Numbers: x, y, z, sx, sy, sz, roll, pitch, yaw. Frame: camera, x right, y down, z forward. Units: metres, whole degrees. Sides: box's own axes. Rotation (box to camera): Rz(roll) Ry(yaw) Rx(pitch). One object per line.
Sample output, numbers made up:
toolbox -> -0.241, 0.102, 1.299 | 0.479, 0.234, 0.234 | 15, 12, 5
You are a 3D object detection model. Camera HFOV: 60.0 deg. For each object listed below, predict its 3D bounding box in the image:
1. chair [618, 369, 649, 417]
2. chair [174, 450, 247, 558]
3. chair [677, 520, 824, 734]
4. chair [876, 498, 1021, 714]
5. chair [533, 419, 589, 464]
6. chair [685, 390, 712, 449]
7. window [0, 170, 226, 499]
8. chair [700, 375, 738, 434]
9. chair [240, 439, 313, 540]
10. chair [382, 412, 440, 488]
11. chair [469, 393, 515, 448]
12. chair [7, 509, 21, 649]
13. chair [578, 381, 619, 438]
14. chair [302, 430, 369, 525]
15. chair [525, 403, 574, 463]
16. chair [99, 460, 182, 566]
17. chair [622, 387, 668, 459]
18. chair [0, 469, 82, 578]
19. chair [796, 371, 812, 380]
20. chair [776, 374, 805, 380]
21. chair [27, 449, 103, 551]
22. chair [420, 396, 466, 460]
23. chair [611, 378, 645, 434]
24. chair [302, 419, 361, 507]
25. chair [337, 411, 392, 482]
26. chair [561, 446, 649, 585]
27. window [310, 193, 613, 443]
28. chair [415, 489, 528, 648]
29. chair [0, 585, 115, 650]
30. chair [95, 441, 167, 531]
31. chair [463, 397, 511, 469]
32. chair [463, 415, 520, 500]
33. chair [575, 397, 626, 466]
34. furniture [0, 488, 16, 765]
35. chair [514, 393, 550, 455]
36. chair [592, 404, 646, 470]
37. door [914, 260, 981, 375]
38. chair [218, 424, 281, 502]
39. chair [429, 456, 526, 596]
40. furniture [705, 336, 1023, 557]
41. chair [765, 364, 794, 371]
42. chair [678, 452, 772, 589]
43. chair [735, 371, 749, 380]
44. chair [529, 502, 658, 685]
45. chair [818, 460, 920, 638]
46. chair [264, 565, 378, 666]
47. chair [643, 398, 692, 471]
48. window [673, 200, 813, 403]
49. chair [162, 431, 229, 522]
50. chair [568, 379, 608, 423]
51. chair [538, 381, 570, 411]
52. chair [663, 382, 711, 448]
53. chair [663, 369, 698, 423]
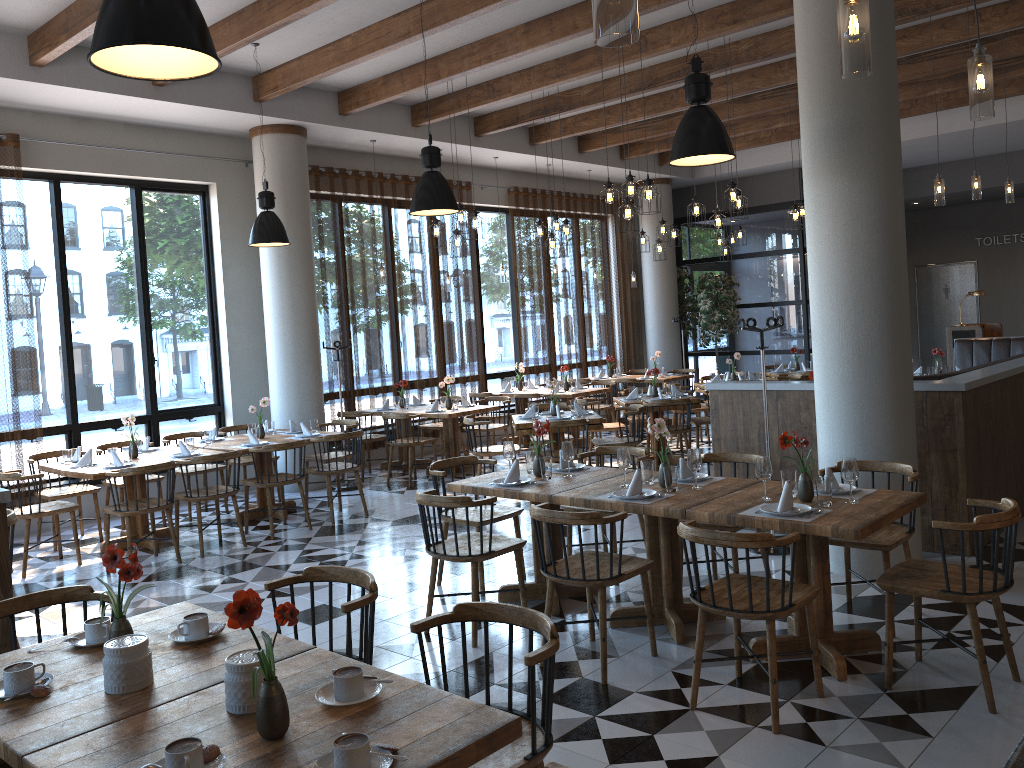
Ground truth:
chair -> 2.057, 0.186, 14.725 | 0.519, 0.816, 0.551 | -2, 3, 43
chair -> -2.532, 0.974, 7.409 | 0.549, 0.816, 0.520 | -2, 3, 43
chair -> 1.033, 0.991, 3.857 | 0.519, 0.816, 0.551 | -2, 3, 43
chair -> 1.947, 0.929, 3.915 | 0.549, 0.816, 0.520 | -2, 3, 43
chair -> 0.477, 0.724, 8.291 | 0.519, 0.816, 0.550 | -4, 2, -2
chair -> 2.312, 0.472, 10.280 | 0.550, 0.816, 0.520 | -4, 2, -2
window -> -5.023, -0.479, 8.345 | 0.364, 3.162, 4.977 | -2, 3, 43
chair -> 2.902, 0.300, 12.264 | 0.519, 0.816, 0.550 | -4, 2, -2
chair -> -2.092, 0.914, 7.886 | 0.549, 0.816, 0.520 | -2, 3, 43
chair -> -1.157, 0.711, 9.997 | 0.519, 0.816, 0.551 | -2, 3, 43
chair -> -0.286, 0.507, 12.186 | 0.519, 0.816, 0.551 | -2, 3, 43
chair -> -3.106, 1.172, 5.038 | 0.519, 0.816, 0.551 | -2, 3, 43
chair -> 1.217, 0.386, 12.570 | 0.519, 0.816, 0.551 | -2, 3, 43
chair -> -1.666, 0.855, 8.349 | 0.549, 0.816, 0.520 | -2, 3, 43
chair -> 0.426, 0.639, 9.579 | 0.519, 0.816, 0.550 | -4, 2, -2
chair -> -2.922, 1.027, 6.986 | 0.549, 0.816, 0.520 | -2, 3, 43
chair -> 1.644, 0.472, 10.899 | 0.519, 0.816, 0.550 | -4, 2, -2
chair -> -3.816, 1.075, 7.118 | 0.519, 0.816, 0.551 | -2, 3, 43
chair -> 4.234, 0.209, 12.363 | 0.519, 0.816, 0.550 | -4, 2, -2
chair -> 3.571, 0.300, 11.644 | 0.550, 0.816, 0.520 | -4, 2, -2
chair -> -4.035, 1.028, 8.008 | 0.549, 0.816, 0.520 | -2, 3, 43
chair -> -0.892, 0.590, 11.528 | 0.519, 0.816, 0.551 | -2, 3, 43
chair -> 1.792, 0.307, 13.194 | 0.519, 0.816, 0.551 | -2, 3, 43
chair -> -1.861, 0.807, 9.237 | 0.519, 0.816, 0.551 | -2, 3, 43
chair -> -1.776, 0.711, 10.570 | 0.519, 0.816, 0.551 | -2, 3, 43
chair -> 0.661, 0.868, 6.009 | 0.519, 0.816, 0.551 | -2, 3, 43
window -> -2.630, -0.702, 9.398 | 4.489, 3.161, 15.167 | -3, 4, 20
chair -> -0.239, 0.991, 5.034 | 0.519, 0.816, 0.551 | -2, 3, 43
chair -> -1.632, 1.205, 3.179 | 0.549, 0.816, 0.520 | -2, 3, 43
chair -> -3.632, 0.973, 8.445 | 0.549, 0.816, 0.520 | -2, 3, 43
chair -> -0.273, 0.590, 10.955 | 0.519, 0.816, 0.551 | -2, 3, 43
chair -> -0.191, 0.724, 8.910 | 0.550, 0.816, 0.520 | -4, 2, -2
chair -> 1.027, 0.557, 10.230 | 0.550, 0.816, 0.520 | -4, 2, -2
furniture -> -4.233, 1.115, 4.461 | 4.036, 1.149, 1.922 | 0, 5, 43
chair -> 0.333, 0.507, 11.613 | 0.519, 0.816, 0.551 | -2, 3, 43
chair -> 1.094, 0.639, 8.960 | 0.550, 0.816, 0.520 | -4, 2, -2
door -> 8.865, -1.260, 18.023 | 1.206, 2.391, 0.114 | -2, 2, 43
chair -> -2.778, 0.856, 9.371 | 0.549, 0.816, 0.520 | -2, 3, 43
chair -> -0.245, 0.928, 5.962 | 0.549, 0.816, 0.520 | -2, 3, 43
furniture -> 4.512, 0.264, 8.850 | 1.916, 1.149, 6.602 | -1, 5, 43
chair -> 4.182, 0.125, 13.651 | 0.519, 0.816, 0.550 | -4, 2, -2
chair -> 1.297, 0.868, 5.420 | 0.519, 0.816, 0.551 | -2, 3, 43
chair -> 3.565, 0.209, 12.982 | 0.550, 0.816, 0.520 | -4, 2, -2
chair -> 0.398, 0.991, 4.445 | 0.519, 0.816, 0.551 | -2, 3, 43
chair -> 1.933, 0.867, 4.831 | 0.519, 0.816, 0.551 | -2, 3, 43
chair -> -0.753, 1.145, 3.243 | 0.519, 0.816, 0.551 | -2, 3, 43
chair -> 1.695, 0.557, 9.611 | 0.519, 0.816, 0.550 | -4, 2, -2
window -> 4.813, -1.484, 16.886 | 2.726, 3.545, 2.190 | -1, 3, 43
chair -> -3.192, 0.913, 8.922 | 0.549, 0.816, 0.520 | -2, 3, 43
chair -> 1.173, 0.307, 13.767 | 0.519, 0.816, 0.551 | -2, 3, 43
chair -> 0.598, 0.386, 13.143 | 0.519, 0.816, 0.551 | -2, 3, 43
chair -> 2.285, 0.385, 11.595 | 0.550, 0.816, 0.520 | -4, 2, -2
chair -> 2.676, 0.186, 14.152 | 0.519, 0.816, 0.551 | -2, 3, 43
